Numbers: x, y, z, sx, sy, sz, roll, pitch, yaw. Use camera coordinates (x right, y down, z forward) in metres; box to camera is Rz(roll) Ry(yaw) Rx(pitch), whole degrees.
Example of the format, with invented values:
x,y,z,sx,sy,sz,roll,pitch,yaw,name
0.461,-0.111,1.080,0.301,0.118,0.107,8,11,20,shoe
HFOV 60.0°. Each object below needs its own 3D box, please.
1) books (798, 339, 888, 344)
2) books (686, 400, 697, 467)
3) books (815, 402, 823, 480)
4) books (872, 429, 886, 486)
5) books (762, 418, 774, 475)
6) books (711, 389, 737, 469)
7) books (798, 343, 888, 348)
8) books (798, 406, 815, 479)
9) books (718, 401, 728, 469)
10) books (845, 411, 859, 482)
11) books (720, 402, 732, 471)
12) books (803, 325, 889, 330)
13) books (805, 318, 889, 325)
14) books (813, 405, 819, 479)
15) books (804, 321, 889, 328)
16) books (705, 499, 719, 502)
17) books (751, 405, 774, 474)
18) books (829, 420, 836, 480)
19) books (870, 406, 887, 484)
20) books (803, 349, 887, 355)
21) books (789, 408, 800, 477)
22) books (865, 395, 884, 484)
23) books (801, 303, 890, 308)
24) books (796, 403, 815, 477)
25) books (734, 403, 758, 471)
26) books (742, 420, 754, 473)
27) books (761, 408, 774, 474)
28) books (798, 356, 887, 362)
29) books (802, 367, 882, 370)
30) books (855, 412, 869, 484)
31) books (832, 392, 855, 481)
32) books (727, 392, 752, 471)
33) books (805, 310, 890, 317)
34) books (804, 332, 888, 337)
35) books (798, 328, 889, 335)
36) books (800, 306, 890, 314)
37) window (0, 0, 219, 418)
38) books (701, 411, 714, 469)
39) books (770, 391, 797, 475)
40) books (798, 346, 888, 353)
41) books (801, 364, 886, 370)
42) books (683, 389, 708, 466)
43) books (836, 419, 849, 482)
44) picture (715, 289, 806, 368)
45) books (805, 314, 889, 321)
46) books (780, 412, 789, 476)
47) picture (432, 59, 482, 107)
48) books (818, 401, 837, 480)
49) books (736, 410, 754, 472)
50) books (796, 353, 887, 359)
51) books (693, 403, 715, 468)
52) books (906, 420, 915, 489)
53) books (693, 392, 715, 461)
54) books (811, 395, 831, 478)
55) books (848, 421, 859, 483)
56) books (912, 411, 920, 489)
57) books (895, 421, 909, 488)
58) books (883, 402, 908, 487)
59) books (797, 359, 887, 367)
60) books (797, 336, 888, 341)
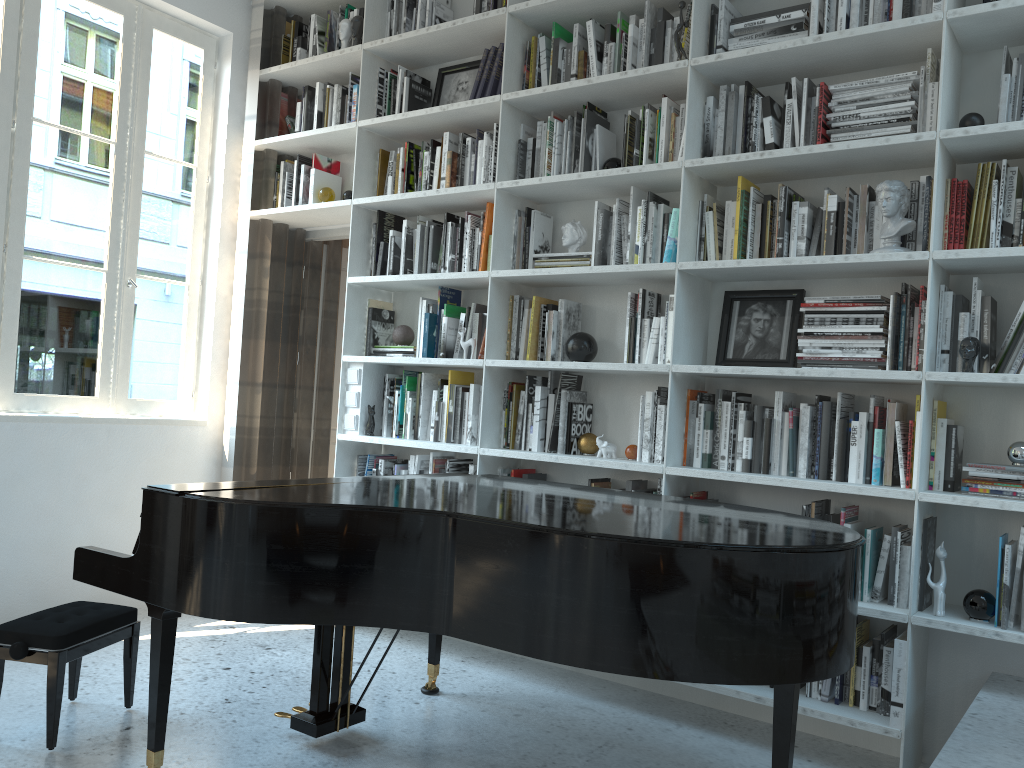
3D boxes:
x,y,z,sx,sy,sz,roll,pitch,yaw,name
1.148,-0.139,3.036,0.285,0.012,0.159,3,-2,37,books
0.706,0.187,3.334,0.029,0.244,0.154,3,-1,35,books
1.082,0.196,3.055,0.010,0.261,0.181,3,-1,35,books
1.228,0.241,2.935,0.023,0.183,0.169,3,-1,35,books
0.933,0.221,3.147,0.023,0.196,0.165,3,-1,35,books
0.787,0.168,3.291,0.027,0.290,0.140,3,-1,35,books
1.148,-0.127,3.038,0.285,0.012,0.159,3,-2,36,books
1.042,0.202,3.074,0.026,0.245,0.191,3,-1,35,books
0.803,0.190,3.271,0.024,0.247,0.132,3,-1,35,books
1.163,0.213,3.003,0.014,0.235,0.154,3,-1,35,books
0.814,0.191,3.242,0.027,0.245,0.179,3,-1,35,books
1.150,-0.187,3.034,0.254,0.012,0.161,3,-2,38,books
1.150,-0.211,3.033,0.254,0.012,0.161,3,-2,31,books
1.079,0.201,3.070,0.011,0.251,0.158,3,-1,35,books
1.150,-0.199,3.035,0.254,0.012,0.161,3,-2,32,books
0.699,0.550,3.214,0.021,0.259,0.169,3,-1,35,books
0.904,0.199,3.172,0.029,0.238,0.166,3,-1,35,books
1.120,0.227,3.036,0.021,0.202,0.128,3,-1,35,books
1.229,0.206,2.966,0.014,0.256,0.145,3,-1,35,books
1.141,-0.104,3.030,0.254,0.012,0.161,3,-2,30,books
1.005,0.204,3.115,0.031,0.237,0.159,3,-1,35,books
1.214,0.186,2.968,0.014,0.293,0.137,3,-1,35,books
1.151,-0.260,3.031,0.285,0.012,0.159,3,-2,30,books
1.037,0.198,3.111,0.025,0.254,0.136,3,-1,35,books
0.853,0.194,3.233,0.021,0.244,0.141,3,-1,35,books
0.874,0.224,3.183,0.029,0.184,0.174,3,-1,35,books
0.926,0.204,3.168,0.013,0.230,0.139,3,-1,35,books
1.145,-0.079,3.037,0.285,0.012,0.159,3,-2,34,books
1.139,-0.043,3.031,0.254,0.012,0.161,3,-2,31,books
1.191,0.214,2.969,0.023,0.234,0.175,3,-1,35,books
1.130,0.180,3.018,0.012,0.296,0.178,3,-1,35,books
0.829,0.173,3.228,0.013,0.282,0.166,3,-1,35,books
1.151,-0.236,3.033,0.254,0.012,0.161,3,-2,31,books
1.146,-0.163,3.031,0.254,0.012,0.161,3,-2,30,books
1.146,-0.175,3.030,0.285,0.012,0.159,2,-2,40,books
1.155,-0.248,3.037,0.285,0.012,0.159,3,-2,37,books
-2.149,-0.866,3.804,0.073,2.009,1.984,3,-1,35,window
0.754,0.207,3.291,0.024,0.208,0.170,3,-1,35,books
0.964,0.175,3.144,0.026,0.291,0.152,3,-1,35,books
1.149,-0.115,3.040,0.285,0.012,0.159,3,-2,35,books
1.142,-0.055,3.035,0.254,0.012,0.161,3,-2,37,books
0.692,0.166,3.348,0.012,0.285,0.159,3,-1,35,books
1.141,0.225,3.005,0.024,0.207,0.183,3,-1,35,books
0.912,-0.199,3.268,0.300,0.299,0.077,3,-1,35,picture
1.152,-0.223,3.035,0.254,0.012,0.161,3,-2,32,books
0.987,0.212,3.136,0.025,0.220,0.140,3,-1,35,books
-0.248,-1.361,4.158,0.300,0.299,0.077,3,-1,35,picture
1.093,0.194,3.038,0.028,0.264,0.161,3,-1,35,books
0.857,0.207,3.202,0.023,0.217,0.174,3,-1,35,books
1.140,-0.092,3.030,0.285,0.012,0.159,2,-2,40,books
0.727,0.193,3.296,0.027,0.234,0.167,3,-1,35,books
1.308,0.228,2.881,0.011,0.216,0.166,3,-1,35,books
0.719,0.172,3.316,0.011,0.275,0.146,3,-1,35,books
1.074,0.183,3.082,0.014,0.286,0.134,3,-1,35,books
1.171,0.228,2.982,0.023,0.204,0.167,3,-1,35,books
1.333,0.215,2.858,0.033,0.246,0.176,3,-1,35,books
1.286,0.229,2.896,0.042,0.212,0.169,3,-1,35,books
1.266,0.199,2.925,0.026,0.272,0.175,3,-1,35,books
1.139,-0.068,3.029,0.285,0.012,0.159,3,-2,30,books
1.144,-0.151,3.030,0.285,0.012,0.159,2,-2,40,books
